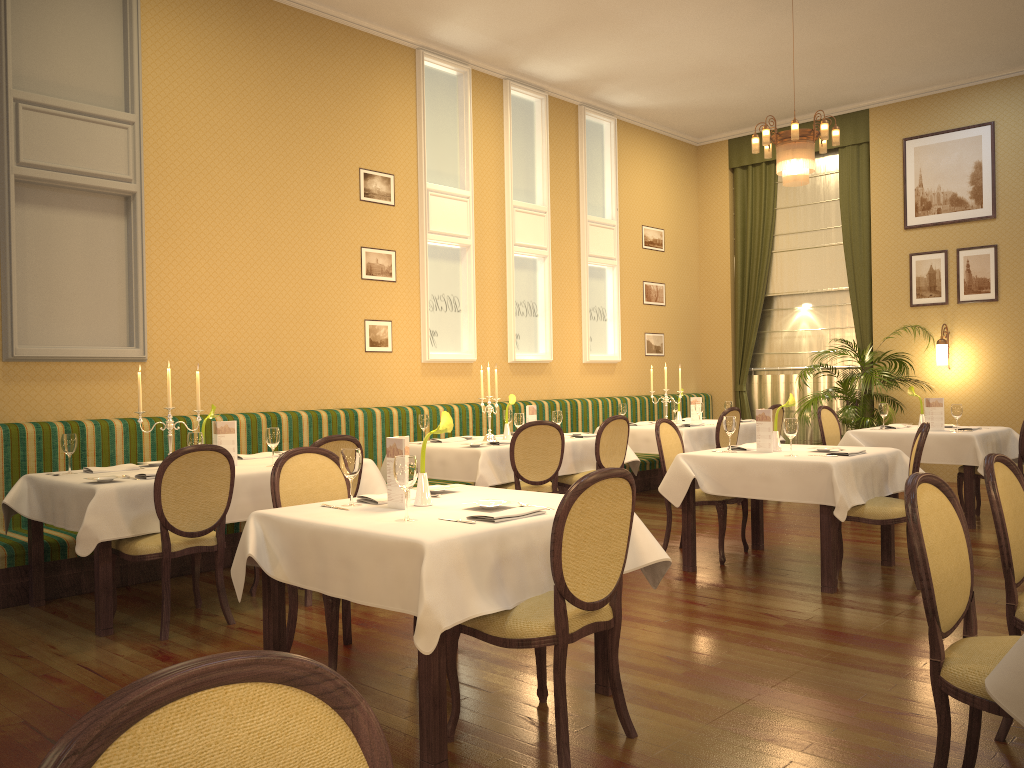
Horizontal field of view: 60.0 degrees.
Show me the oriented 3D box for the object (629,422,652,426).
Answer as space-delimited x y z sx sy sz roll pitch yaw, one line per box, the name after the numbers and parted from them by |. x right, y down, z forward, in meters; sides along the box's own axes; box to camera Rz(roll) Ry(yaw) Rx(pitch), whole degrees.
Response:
1.317 0.413 9.178 0.142 0.033 0.273 -1 0 43 | object

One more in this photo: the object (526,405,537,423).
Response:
0.167 0.319 7.465 0.081 0.277 0.166 -1 0 4 | object

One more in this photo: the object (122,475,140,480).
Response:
-2.040 0.501 4.746 0.181 0.015 0.038 -1 0 44 | object

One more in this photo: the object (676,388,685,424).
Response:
1.784 0.230 9.407 0.076 0.375 0.163 -1 0 30 | object

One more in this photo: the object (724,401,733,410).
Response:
2.261 0.295 9.249 0.088 0.229 0.088 -1 0 1 | object

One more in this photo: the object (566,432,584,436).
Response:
0.562 0.436 7.681 0.160 0.024 0.160 -1 0 43 | object

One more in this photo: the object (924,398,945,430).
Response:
3.568 0.257 7.529 0.081 0.277 0.166 -1 0 -41 | object

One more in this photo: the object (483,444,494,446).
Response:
-0.204 0.458 6.731 0.181 0.015 0.038 -1 0 44 | object

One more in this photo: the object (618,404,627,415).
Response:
1.129 0.317 9.055 0.088 0.229 0.088 -1 0 1 | object

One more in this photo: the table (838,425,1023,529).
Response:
3.656 0.766 7.696 1.389 0.759 1.395 -1 0 44 | table

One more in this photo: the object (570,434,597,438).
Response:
0.629 0.437 7.476 0.142 0.024 0.273 -1 0 43 | object

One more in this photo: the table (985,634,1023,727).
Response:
2.206 0.817 2.234 1.385 0.759 2.152 -1 0 43 | table

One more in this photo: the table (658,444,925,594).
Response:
1.824 0.808 5.715 1.389 0.759 1.395 -1 0 44 | table

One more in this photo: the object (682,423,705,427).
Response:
1.780 0.406 8.796 0.142 0.033 0.273 -1 0 43 | object

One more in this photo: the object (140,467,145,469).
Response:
-2.262 0.504 5.369 0.185 0.010 0.017 -1 0 44 | object

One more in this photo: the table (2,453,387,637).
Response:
-1.785 0.876 5.374 1.385 0.759 2.152 -1 0 43 | table

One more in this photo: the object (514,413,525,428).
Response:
0.057 0.345 6.968 0.088 0.229 0.088 -1 0 1 | object

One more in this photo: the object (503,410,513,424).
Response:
-0.034 0.343 7.791 0.088 0.229 0.088 -1 0 -5 | object

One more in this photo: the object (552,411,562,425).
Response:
0.374 0.338 7.325 0.088 0.229 0.088 -1 0 1 | object

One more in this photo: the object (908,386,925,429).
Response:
3.544 0.205 7.748 0.076 0.375 0.163 -1 0 -25 | object

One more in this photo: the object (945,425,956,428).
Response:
3.854 0.375 7.837 0.160 0.024 0.160 -1 0 43 | object

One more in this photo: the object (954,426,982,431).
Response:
3.866 0.378 7.513 0.142 0.024 0.273 -1 0 43 | object

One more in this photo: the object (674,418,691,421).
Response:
1.948 0.398 9.915 0.142 0.033 0.273 -1 0 43 | object

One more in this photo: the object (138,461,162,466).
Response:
-2.210 0.496 5.492 0.160 0.024 0.160 -1 0 43 | object

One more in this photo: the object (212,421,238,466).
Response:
-1.763 0.363 5.378 0.166 0.277 0.081 -1 0 14 | object

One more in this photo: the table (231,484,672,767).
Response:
-0.241 0.856 3.484 1.389 0.759 1.395 -1 0 44 | table

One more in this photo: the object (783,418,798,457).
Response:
1.690 0.322 5.373 0.088 0.229 0.088 -1 0 -5 | object

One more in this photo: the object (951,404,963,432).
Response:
3.631 0.279 7.237 0.088 0.229 0.088 -1 0 1 | object

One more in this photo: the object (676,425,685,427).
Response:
1.559 0.414 8.564 0.160 0.024 0.160 -1 0 43 | object

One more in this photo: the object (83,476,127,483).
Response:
-2.110 0.498 4.598 0.160 0.024 0.160 -1 0 43 | object

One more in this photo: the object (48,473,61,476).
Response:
-2.602 0.510 5.029 0.181 0.015 0.038 -1 0 44 | object

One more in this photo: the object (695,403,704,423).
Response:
1.890 0.303 8.950 0.088 0.229 0.088 -1 0 1 | object

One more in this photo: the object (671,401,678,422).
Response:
1.799 0.301 9.772 0.088 0.229 0.088 -1 0 1 | object

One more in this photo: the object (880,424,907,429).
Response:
3.402 0.381 7.908 0.142 0.033 0.273 -1 0 43 | object

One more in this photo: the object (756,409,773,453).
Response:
1.614 0.300 5.716 0.081 0.277 0.166 -1 0 -1 | object

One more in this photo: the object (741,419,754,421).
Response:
2.571 0.395 9.654 0.181 0.015 0.038 -1 0 44 | object

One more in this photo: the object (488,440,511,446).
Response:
-0.053 0.449 6.814 0.142 0.033 0.273 -1 0 43 | object

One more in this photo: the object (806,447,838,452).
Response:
1.980 0.419 5.634 0.160 0.024 0.160 -1 0 43 | object

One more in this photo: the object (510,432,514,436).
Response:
0.115 0.441 7.934 0.142 0.033 0.273 -1 0 43 | object

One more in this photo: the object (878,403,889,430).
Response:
3.253 0.283 7.764 0.088 0.229 0.088 -1 0 1 | object

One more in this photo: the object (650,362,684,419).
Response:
1.587 0.099 9.136 0.131 0.655 0.390 -1 0 -41 | object

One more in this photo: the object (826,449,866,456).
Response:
2.047 0.420 5.428 0.142 0.024 0.273 -1 0 43 | object

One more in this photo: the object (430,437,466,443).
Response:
-0.516 0.455 7.197 0.142 0.033 0.273 -1 0 43 | object

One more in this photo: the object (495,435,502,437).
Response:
-0.083 0.454 7.724 0.185 0.010 0.017 -1 0 44 | object

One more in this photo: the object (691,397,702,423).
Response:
1.921 0.279 9.380 0.081 0.277 0.166 -1 0 -31 | object

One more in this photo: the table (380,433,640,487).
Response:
0.051 0.834 7.359 1.385 0.759 2.152 -1 0 43 | table

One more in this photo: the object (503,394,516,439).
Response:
-0.025 0.272 7.355 0.076 0.375 0.163 -1 0 -25 | object

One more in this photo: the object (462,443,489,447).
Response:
-0.274 0.456 6.583 0.160 0.024 0.160 -1 0 43 | object

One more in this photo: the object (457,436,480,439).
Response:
-0.374 0.454 7.477 0.160 0.024 0.160 -1 0 43 | object

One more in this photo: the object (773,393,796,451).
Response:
1.751 0.247 5.738 0.163 0.375 0.076 -1 0 20 | object

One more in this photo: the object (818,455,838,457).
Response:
1.869 0.429 5.335 0.185 0.010 0.017 -1 0 43 | object

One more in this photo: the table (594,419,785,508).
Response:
1.884 0.791 9.340 1.385 0.759 2.152 -1 0 43 | table

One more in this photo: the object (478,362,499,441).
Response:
-0.186 0.140 7.208 0.131 0.655 0.390 -1 0 -33 | object

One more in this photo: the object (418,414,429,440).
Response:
-0.704 0.359 7.074 0.088 0.229 0.088 -1 0 1 | object

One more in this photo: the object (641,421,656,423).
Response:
1.459 0.412 9.458 0.160 0.024 0.160 -1 0 43 | object

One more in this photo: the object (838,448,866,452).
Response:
2.155 0.420 5.625 0.181 0.015 0.038 -1 0 44 | object

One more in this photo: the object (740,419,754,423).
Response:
2.462 0.395 9.457 0.142 0.024 0.273 -1 0 43 | object

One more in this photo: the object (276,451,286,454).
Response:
-1.560 0.482 6.168 0.160 0.024 0.160 -1 0 43 | object
